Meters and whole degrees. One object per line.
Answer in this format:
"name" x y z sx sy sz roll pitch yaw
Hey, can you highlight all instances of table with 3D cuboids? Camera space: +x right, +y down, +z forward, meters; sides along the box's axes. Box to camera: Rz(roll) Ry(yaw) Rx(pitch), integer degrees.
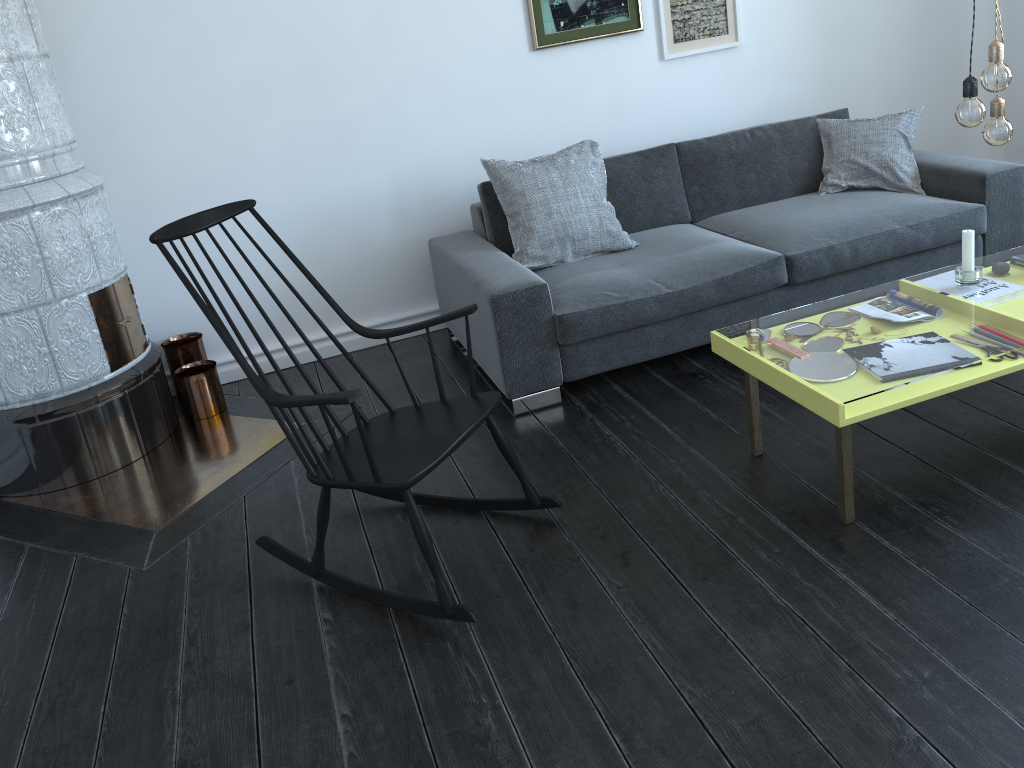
"table" 1.380 -0.054 2.626 1.410 0.386 0.618 -15 22 -14

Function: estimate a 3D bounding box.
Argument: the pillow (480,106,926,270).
"pillow" 0.895 -0.943 3.904 2.064 0.476 0.494 -13 21 -10

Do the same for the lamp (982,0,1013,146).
"lamp" 1.222 -1.333 2.198 0.074 1.447 0.092 -7 18 9

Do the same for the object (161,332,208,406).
"object" -1.399 -0.062 3.828 0.174 0.271 0.181 -14 20 -14

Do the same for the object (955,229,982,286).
"object" 1.401 -0.392 2.703 0.074 0.167 0.077 -3 20 19

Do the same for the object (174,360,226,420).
"object" -1.300 0.026 3.685 0.176 0.193 0.175 -18 22 -23

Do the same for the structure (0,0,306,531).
"structure" -1.741 -1.047 3.026 1.271 2.793 0.804 1 21 29

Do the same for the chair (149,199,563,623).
"chair" -0.436 0.011 2.404 0.906 0.971 0.633 2 22 28

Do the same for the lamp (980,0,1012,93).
"lamp" 1.173 -1.456 2.122 0.074 1.447 0.077 1 20 30

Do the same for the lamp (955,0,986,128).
"lamp" 1.121 -1.368 2.140 0.086 1.447 0.076 3 21 35

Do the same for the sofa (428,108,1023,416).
"sofa" 0.901 -0.674 3.857 2.389 0.699 1.117 -15 22 -14
